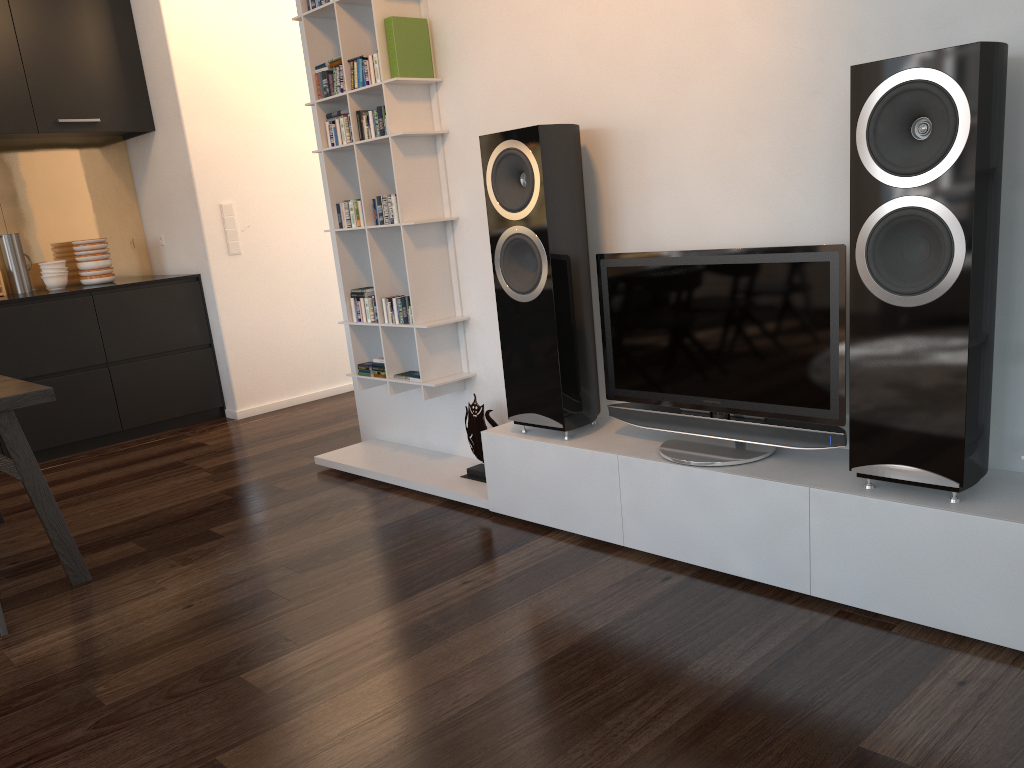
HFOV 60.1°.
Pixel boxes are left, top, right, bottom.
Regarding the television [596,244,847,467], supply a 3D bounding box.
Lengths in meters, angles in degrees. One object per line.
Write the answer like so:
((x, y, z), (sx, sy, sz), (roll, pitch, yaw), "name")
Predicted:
((0.596, -0.092, 2.605), (0.343, 0.611, 0.779), (-12, 14, -24), "television")

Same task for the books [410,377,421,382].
((-0.370, -0.024, 3.680), (0.069, 0.014, 0.092), (-16, 16, -42), "books")

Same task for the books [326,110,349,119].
((-0.699, -1.115, 3.661), (0.095, 0.023, 0.111), (-16, 16, -41), "books")

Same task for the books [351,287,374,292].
((-0.631, -0.411, 3.846), (0.092, 0.012, 0.111), (-16, 16, -41), "books")

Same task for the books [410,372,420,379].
((-0.371, -0.036, 3.671), (0.069, 0.014, 0.092), (-15, 15, -36), "books")

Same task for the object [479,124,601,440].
((0.133, -0.332, 2.994), (0.277, 1.021, 0.293), (-19, 20, -41), "object")

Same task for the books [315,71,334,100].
((-0.734, -1.222, 3.621), (0.095, 0.106, 0.101), (-18, 18, -41), "books")

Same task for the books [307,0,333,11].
((-0.714, -1.545, 3.489), (0.107, 0.114, 0.220), (-18, 17, -41), "books")

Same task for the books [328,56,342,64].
((-0.660, -1.287, 3.506), (0.092, 0.015, 0.111), (-16, 16, -41), "books")

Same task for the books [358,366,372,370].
((-0.629, -0.076, 3.919), (0.069, 0.015, 0.092), (-16, 16, -42), "books")

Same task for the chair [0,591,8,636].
((-1.862, 0.466, 2.624), (0.517, 0.683, 0.586), (8, 19, 44), "chair")

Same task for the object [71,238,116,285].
((-2.532, -0.741, 5.359), (0.198, 0.269, 0.194), (0, 15, 21), "object")

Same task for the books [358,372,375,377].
((-0.625, -0.049, 3.925), (0.073, 0.015, 0.098), (-16, 16, -42), "books")

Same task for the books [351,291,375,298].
((-0.642, -0.390, 3.840), (0.068, 0.023, 0.106), (-17, 16, -42), "books")

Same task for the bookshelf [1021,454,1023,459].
((1.867, -0.726, 1.090), (0.224, 2.112, 2.073), (-20, 19, -41), "bookshelf")

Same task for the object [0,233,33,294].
((-2.874, -0.701, 5.148), (0.162, 0.346, 0.113), (-17, 19, -38), "object")

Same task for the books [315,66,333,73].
((-0.747, -1.279, 3.604), (0.069, 0.014, 0.092), (-16, 16, -42), "books")

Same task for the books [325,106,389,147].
((-0.578, -1.031, 3.549), (0.121, 0.115, 0.465), (-18, 17, -42), "books")

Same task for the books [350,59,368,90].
((-0.573, -1.205, 3.448), (0.095, 0.109, 0.087), (-18, 18, -41), "books")

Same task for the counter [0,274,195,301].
((-3.933, -0.164, 3.929), (5.002, 0.002, 0.728), (-16, 15, -41), "counter")

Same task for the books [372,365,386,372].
((-0.549, -0.072, 3.833), (0.068, 0.023, 0.106), (-17, 16, -42), "books")

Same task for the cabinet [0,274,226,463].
((-3.888, 0.276, 4.050), (5.005, 0.917, 0.728), (-16, 17, -41), "cabinet")

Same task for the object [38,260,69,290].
((-2.707, -0.644, 5.240), (0.157, 0.163, 0.152), (-9, 14, -14), "object")

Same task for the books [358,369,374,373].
((-0.625, -0.064, 3.922), (0.069, 0.014, 0.092), (-16, 16, -42), "books")

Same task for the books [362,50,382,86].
((-0.490, -1.203, 3.375), (0.121, 0.114, 0.136), (-18, 18, -41), "books")

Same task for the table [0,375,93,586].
((-2.751, 0.562, 2.583), (2.472, 0.692, 1.100), (-16, 16, -41), "table")

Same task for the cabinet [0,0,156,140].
((-3.023, -1.830, 4.632), (1.933, 1.069, 0.528), (-17, 18, -41), "cabinet")

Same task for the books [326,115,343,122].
((-0.698, -1.098, 3.661), (0.092, 0.012, 0.111), (-16, 16, -41), "books")

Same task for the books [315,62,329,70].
((-0.748, -1.291, 3.595), (0.069, 0.014, 0.092), (-15, 15, -36), "books")

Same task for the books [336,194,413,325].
((-0.530, -0.516, 3.688), (0.121, 0.520, 0.467), (-19, 19, -41), "books")

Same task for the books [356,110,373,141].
((-0.577, -1.027, 3.523), (0.073, 0.118, 0.028), (-18, 20, -40), "books")

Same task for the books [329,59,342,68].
((-0.666, -1.272, 3.505), (0.068, 0.018, 0.107), (-17, 16, -42), "books")

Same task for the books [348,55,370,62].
((-0.578, -1.259, 3.424), (0.068, 0.009, 0.106), (-16, 16, -42), "books")

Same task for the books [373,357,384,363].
((-0.545, -0.104, 3.821), (0.069, 0.014, 0.092), (-16, 16, -42), "books")

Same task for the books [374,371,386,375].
((-0.541, -0.054, 3.833), (0.069, 0.014, 0.092), (-16, 16, -42), "books")

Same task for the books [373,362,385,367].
((-0.544, -0.091, 3.824), (0.069, 0.014, 0.092), (-16, 16, -42), "books")

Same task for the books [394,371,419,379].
((-0.433, -0.038, 3.776), (0.092, 0.012, 0.111), (-16, 16, -41), "books")

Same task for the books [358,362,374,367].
((-0.625, -0.086, 3.913), (0.068, 0.009, 0.106), (-16, 16, -42), "books")

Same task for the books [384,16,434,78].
((-0.385, -1.254, 3.319), (0.164, 0.218, 0.049), (-18, 19, -41), "books")

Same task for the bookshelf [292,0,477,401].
((-0.546, -0.988, 3.586), (0.224, 2.113, 0.635), (-20, 20, -41), "bookshelf")

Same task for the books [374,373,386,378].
((-0.542, -0.040, 3.845), (0.068, 0.017, 0.106), (-17, 16, -42), "books")

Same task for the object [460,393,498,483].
((-0.120, 0.205, 3.536), (0.120, 0.357, 0.211), (-19, 19, -41), "object")

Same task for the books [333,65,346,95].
((-0.650, -1.215, 3.533), (0.095, 0.109, 0.113), (-18, 18, -41), "books")

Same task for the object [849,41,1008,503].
((0.997, -0.239, 2.100), (0.277, 1.021, 0.293), (-19, 20, -41), "object")
